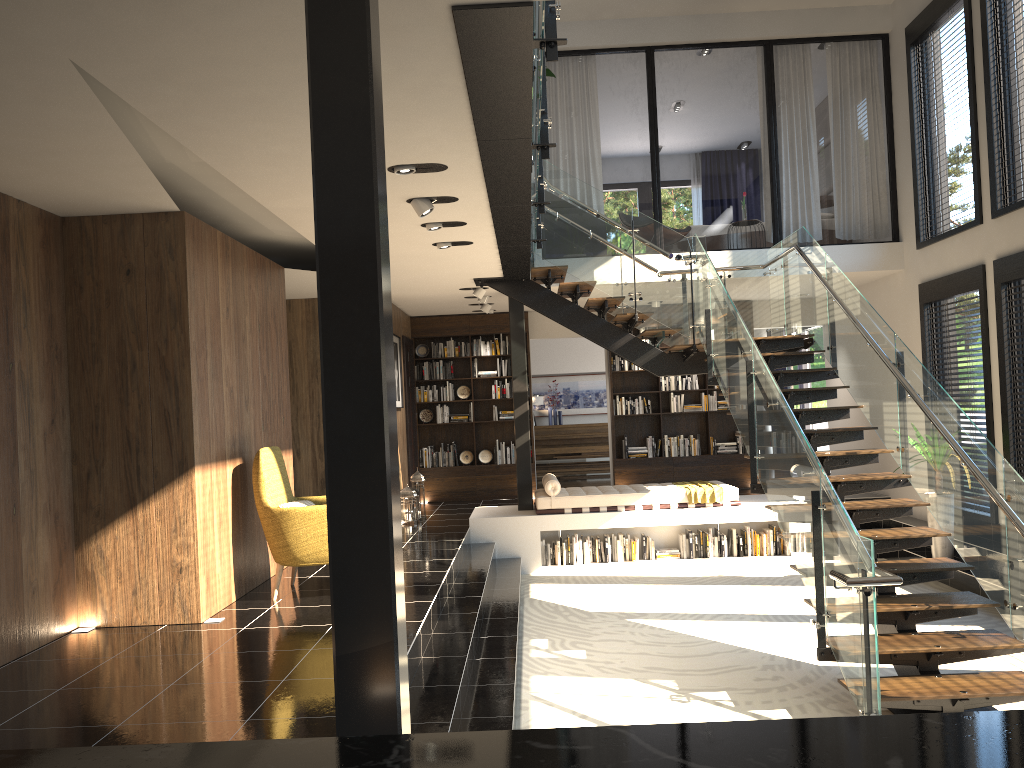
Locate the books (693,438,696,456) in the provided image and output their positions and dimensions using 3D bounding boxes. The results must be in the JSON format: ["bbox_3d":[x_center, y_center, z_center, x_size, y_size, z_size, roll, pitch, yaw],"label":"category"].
[{"bbox_3d":[2.615,0.906,12.764,0.028,0.250,0.162,-3,-1,1],"label":"books"}]

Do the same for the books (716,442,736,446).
[{"bbox_3d":[3.076,0.863,12.769,0.288,0.030,0.175,-3,-2,5],"label":"books"}]

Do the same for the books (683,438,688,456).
[{"bbox_3d":[2.503,0.909,12.777,0.034,0.255,0.194,-3,-1,1],"label":"books"}]

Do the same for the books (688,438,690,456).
[{"bbox_3d":[2.534,0.910,12.779,0.029,0.250,0.142,-3,-1,1],"label":"books"}]

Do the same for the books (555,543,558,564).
[{"bbox_3d":[0.499,1.918,10.010,0.020,0.225,0.156,-3,-1,1],"label":"books"}]

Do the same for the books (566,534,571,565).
[{"bbox_3d":[0.638,1.863,9.973,0.030,0.322,0.203,-3,-1,1],"label":"books"}]

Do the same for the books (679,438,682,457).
[{"bbox_3d":[2.419,0.912,12.765,0.025,0.255,0.202,-3,-1,1],"label":"books"}]

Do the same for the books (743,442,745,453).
[{"bbox_3d":[3.319,0.865,12.772,0.023,0.267,0.147,-3,-1,1],"label":"books"}]

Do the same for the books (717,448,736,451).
[{"bbox_3d":[3.079,0.941,12.784,0.250,0.026,0.148,-3,-2,-2],"label":"books"}]

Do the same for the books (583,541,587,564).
[{"bbox_3d":[0.822,1.895,9.994,0.029,0.240,0.165,-3,-1,1],"label":"books"}]

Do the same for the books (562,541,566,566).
[{"bbox_3d":[0.584,1.899,9.969,0.027,0.254,0.204,-3,-1,1],"label":"books"}]

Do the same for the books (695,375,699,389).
[{"bbox_3d":[2.656,-0.030,12.816,0.046,0.219,0.145,-3,-1,1],"label":"books"}]

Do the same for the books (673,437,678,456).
[{"bbox_3d":[2.359,0.903,12.792,0.031,0.280,0.141,-3,-1,1],"label":"books"}]

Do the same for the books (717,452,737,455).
[{"bbox_3d":[3.082,0.997,12.781,0.273,0.025,0.156,-3,-2,-1],"label":"books"}]

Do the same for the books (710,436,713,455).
[{"bbox_3d":[2.863,0.888,12.783,0.024,0.263,0.174,-3,-1,1],"label":"books"}]

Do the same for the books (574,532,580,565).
[{"bbox_3d":[0.734,1.851,9.990,0.051,0.338,0.187,-3,-1,1],"label":"books"}]

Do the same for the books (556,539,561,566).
[{"bbox_3d":[0.524,1.893,9.980,0.035,0.273,0.200,-3,-1,1],"label":"books"}]

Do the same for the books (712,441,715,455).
[{"bbox_3d":[2.889,0.919,12.769,0.025,0.199,0.149,-3,-1,1],"label":"books"}]

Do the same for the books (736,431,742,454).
[{"bbox_3d":[3.265,0.838,12.762,0.030,0.326,0.195,-3,-1,1],"label":"books"}]

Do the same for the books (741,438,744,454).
[{"bbox_3d":[3.293,0.844,12.763,0.027,0.311,0.149,-3,-1,1],"label":"books"}]

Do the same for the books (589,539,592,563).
[{"bbox_3d":[0.890,1.892,10.075,0.026,0.247,0.149,-3,-1,1],"label":"books"}]

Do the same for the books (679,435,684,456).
[{"bbox_3d":[2.446,0.886,12.784,0.032,0.305,0.155,-3,-1,1],"label":"books"}]

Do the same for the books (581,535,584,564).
[{"bbox_3d":[0.795,1.860,9.997,0.021,0.313,0.139,-3,-1,1],"label":"books"}]

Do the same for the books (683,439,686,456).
[{"bbox_3d":[2.475,0.914,12.771,0.023,0.246,0.149,-3,-1,1],"label":"books"}]

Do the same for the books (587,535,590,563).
[{"bbox_3d":[0.867,1.867,10.030,0.020,0.295,0.102,-3,-1,1],"label":"books"}]

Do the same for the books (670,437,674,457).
[{"bbox_3d":[2.303,0.907,12.771,0.030,0.276,0.160,-3,-1,1],"label":"books"}]

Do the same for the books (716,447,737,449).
[{"bbox_3d":[3.078,0.916,12.771,0.263,0.024,0.167,-3,-2,-4],"label":"books"}]

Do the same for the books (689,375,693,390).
[{"bbox_3d":[2.594,-0.021,12.834,0.030,0.208,0.119,-3,-1,1],"label":"books"}]

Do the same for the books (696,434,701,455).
[{"bbox_3d":[2.691,0.874,12.793,0.022,0.307,0.131,-3,-1,1],"label":"books"}]

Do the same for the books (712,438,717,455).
[{"bbox_3d":[2.914,0.898,12.761,0.026,0.238,0.159,-3,-1,1],"label":"books"}]

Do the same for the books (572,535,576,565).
[{"bbox_3d":[0.696,1.866,9.970,0.028,0.309,0.211,-3,-1,1],"label":"books"}]

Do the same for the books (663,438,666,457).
[{"bbox_3d":[2.187,0.920,12.805,0.026,0.263,0.156,-3,-1,1],"label":"books"}]

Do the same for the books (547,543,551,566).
[{"bbox_3d":[0.415,1.914,9.988,0.027,0.241,0.150,-3,-1,1],"label":"books"}]

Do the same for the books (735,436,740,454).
[{"bbox_3d":[3.239,0.878,12.760,0.026,0.247,0.149,-3,-1,1],"label":"books"}]

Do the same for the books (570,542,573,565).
[{"bbox_3d":[0.669,1.904,9.995,0.029,0.237,0.147,-3,-1,1],"label":"books"}]

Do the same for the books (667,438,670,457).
[{"bbox_3d":[2.249,0.917,12.779,0.030,0.262,0.173,-3,-1,1],"label":"books"}]

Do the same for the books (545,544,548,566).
[{"bbox_3d":[0.390,1.921,9.985,0.024,0.229,0.171,-3,-1,1],"label":"books"}]

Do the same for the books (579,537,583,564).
[{"bbox_3d":[0.773,1.877,9.988,0.025,0.282,0.149,-3,-1,1],"label":"books"}]

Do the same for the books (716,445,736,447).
[{"bbox_3d":[3.077,0.891,12.783,0.251,0.026,0.148,-3,-2,-3],"label":"books"}]

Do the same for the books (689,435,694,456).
[{"bbox_3d":[2.588,0.885,12.778,0.025,0.294,0.177,-3,-1,1],"label":"books"}]

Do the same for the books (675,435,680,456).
[{"bbox_3d":[2.390,0.893,12.790,0.032,0.298,0.169,-3,-1,1],"label":"books"}]

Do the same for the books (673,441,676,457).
[{"bbox_3d":[2.332,0.937,12.782,0.025,0.214,0.170,-3,-1,1],"label":"books"}]

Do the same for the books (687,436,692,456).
[{"bbox_3d":[2.562,0.893,12.772,0.028,0.280,0.154,-3,-1,1],"label":"books"}]

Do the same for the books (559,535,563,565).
[{"bbox_3d":[0.555,1.871,10.007,0.029,0.314,0.163,-3,-1,1],"label":"books"}]

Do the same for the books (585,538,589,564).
[{"bbox_3d":[0.847,1.880,10.007,0.021,0.270,0.148,-3,-1,1],"label":"books"}]

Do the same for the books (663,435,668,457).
[{"bbox_3d":[2.215,0.893,12.770,0.035,0.312,0.160,-3,-1,1],"label":"books"}]

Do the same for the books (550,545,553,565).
[{"bbox_3d":[0.444,1.928,10.015,0.029,0.211,0.130,-3,-1,1],"label":"books"}]

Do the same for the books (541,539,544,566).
[{"bbox_3d":[0.340,1.903,10.016,0.025,0.270,0.156,-3,-1,1],"label":"books"}]

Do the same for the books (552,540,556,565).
[{"bbox_3d":[0.473,1.904,10.018,0.030,0.256,0.145,-3,-1,1],"label":"books"}]

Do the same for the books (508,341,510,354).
[{"bbox_3d":[-0.048,-0.520,12.920,0.022,0.195,0.135,-3,-1,1],"label":"books"}]

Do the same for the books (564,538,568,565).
[{"bbox_3d":[0.611,1.886,10.002,0.028,0.279,0.120,-3,-1,1],"label":"books"}]

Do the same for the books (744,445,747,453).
[{"bbox_3d":[3.343,0.880,12.768,0.022,0.234,0.178,-3,-1,1],"label":"books"}]

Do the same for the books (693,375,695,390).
[{"bbox_3d":[2.621,-0.029,12.815,0.024,0.220,0.148,-3,-1,1],"label":"books"}]

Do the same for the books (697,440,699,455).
[{"bbox_3d":[2.668,0.915,12.783,0.026,0.227,0.129,-3,-1,1],"label":"books"}]

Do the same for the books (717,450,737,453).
[{"bbox_3d":[3.080,0.969,12.773,0.286,0.030,0.176,-3,-2,0],"label":"books"}]

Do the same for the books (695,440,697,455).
[{"bbox_3d":[2.643,0.919,12.784,0.026,0.221,0.145,-3,-1,1],"label":"books"}]

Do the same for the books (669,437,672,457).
[{"bbox_3d":[2.276,0.910,12.797,0.025,0.274,0.150,-3,-1,1],"label":"books"}]

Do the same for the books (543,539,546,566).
[{"bbox_3d":[0.364,1.894,10.000,0.024,0.286,0.130,-3,-1,1],"label":"books"}]
